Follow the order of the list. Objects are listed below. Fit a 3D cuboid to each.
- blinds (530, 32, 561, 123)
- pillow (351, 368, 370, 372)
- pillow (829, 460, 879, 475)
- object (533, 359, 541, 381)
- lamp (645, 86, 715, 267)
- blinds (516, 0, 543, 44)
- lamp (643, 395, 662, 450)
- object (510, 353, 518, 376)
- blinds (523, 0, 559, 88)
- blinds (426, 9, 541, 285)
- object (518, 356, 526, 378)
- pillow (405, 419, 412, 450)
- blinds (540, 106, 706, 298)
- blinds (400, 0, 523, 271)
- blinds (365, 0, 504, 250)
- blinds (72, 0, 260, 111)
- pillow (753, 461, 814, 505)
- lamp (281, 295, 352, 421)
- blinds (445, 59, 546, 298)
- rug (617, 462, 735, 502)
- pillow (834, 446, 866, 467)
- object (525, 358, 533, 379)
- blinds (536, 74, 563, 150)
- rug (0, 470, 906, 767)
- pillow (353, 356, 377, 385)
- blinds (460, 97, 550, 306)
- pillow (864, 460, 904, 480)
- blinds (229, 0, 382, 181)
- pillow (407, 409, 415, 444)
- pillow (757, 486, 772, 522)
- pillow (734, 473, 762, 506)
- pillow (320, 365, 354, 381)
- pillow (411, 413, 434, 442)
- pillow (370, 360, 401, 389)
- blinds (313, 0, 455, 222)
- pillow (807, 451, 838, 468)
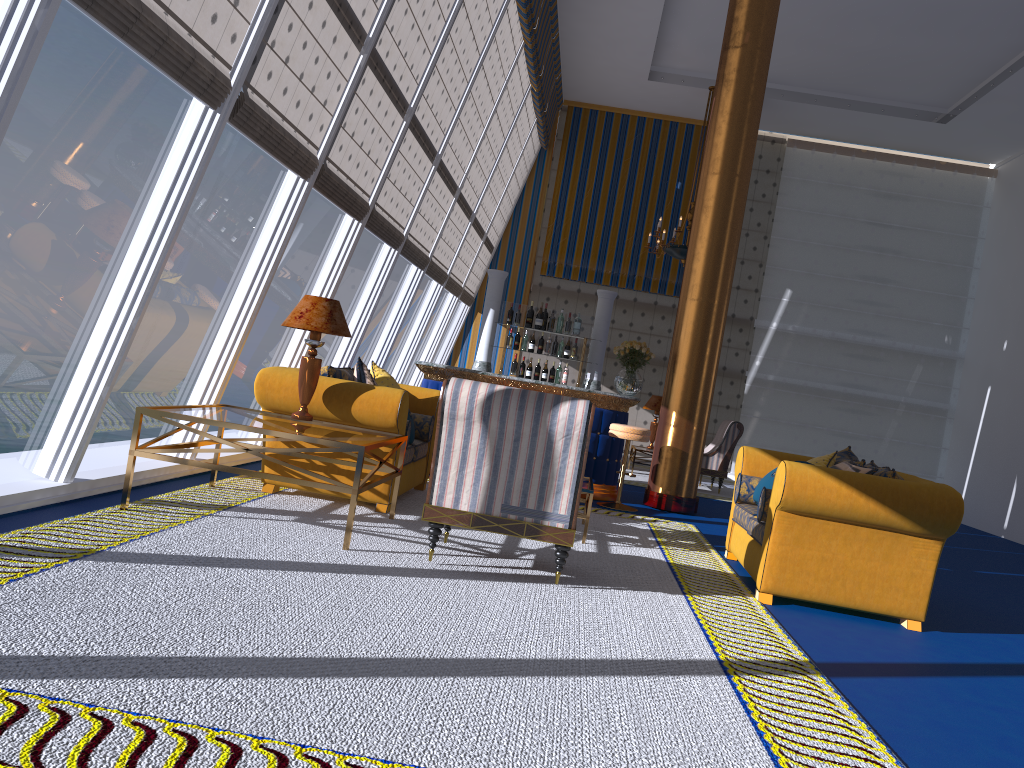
[{"bbox_3d":[0.459,-4.379,12.769,0.338,0.830,1.526,10,0,4],"label":"blinds"},{"bbox_3d":[-1.243,0.145,6.970,0.246,0.546,0.611,10,0,2],"label":"pillow"},{"bbox_3d":[1.976,0.683,5.468,0.327,0.456,0.522,10,0,4],"label":"pillow"},{"bbox_3d":[0.284,-0.160,9.775,0.066,0.244,0.065,9,1,-15],"label":"object"},{"bbox_3d":[2.492,-2.757,11.839,1.067,2.422,1.051,9,1,-19],"label":"lamp"},{"bbox_3d":[0.219,-4.410,9.690,0.338,0.830,1.526,10,0,4],"label":"blinds"},{"bbox_3d":[2.091,0.565,12.931,0.448,0.783,0.444,9,0,-11],"label":"lamp"},{"bbox_3d":[0.030,-0.216,9.748,0.071,0.242,0.071,9,1,-14],"label":"object"},{"bbox_3d":[0.339,-4.394,11.232,0.338,0.830,1.526,10,0,4],"label":"blinds"},{"bbox_3d":[-0.305,-2.954,11.408,0.873,3.394,1.367,10,1,4],"label":"blinds"},{"bbox_3d":[0.117,-0.185,9.779,0.065,0.244,0.065,10,1,8],"label":"object"},{"bbox_3d":[-0.895,0.322,6.144,0.372,0.219,0.175,10,0,3],"label":"pillow"},{"bbox_3d":[2.023,-3.086,14.949,2.657,2.990,0.152,10,1,3],"label":"blinds"},{"bbox_3d":[-0.419,-2.968,9.939,0.873,3.394,1.367,10,1,4],"label":"blinds"},{"bbox_3d":[-0.538,-2.984,8.410,0.873,3.394,1.367,10,1,4],"label":"blinds"},{"bbox_3d":[-0.888,-3.029,3.898,0.873,3.394,1.367,10,1,4],"label":"blinds"},{"bbox_3d":[1.803,0.675,5.852,0.395,0.367,0.455,9,0,-36],"label":"pillow"},{"bbox_3d":[-1.270,-0.160,5.637,0.443,0.783,0.449,10,0,19],"label":"lamp"},{"bbox_3d":[-0.185,-2.938,12.949,0.873,3.394,1.367,10,1,4],"label":"blinds"},{"bbox_3d":[1.514,1.241,12.666,6.249,0.011,3.597,10,0,3],"label":"rug"},{"bbox_3d":[2.208,0.746,6.057,0.352,0.672,0.603,10,0,12],"label":"pillow"},{"bbox_3d":[0.196,-0.171,9.776,0.069,0.244,0.068,9,1,-15],"label":"object"},{"bbox_3d":[0.578,-4.363,14.309,0.338,0.830,1.526,10,0,4],"label":"blinds"},{"bbox_3d":[-0.344,0.953,5.004,3.587,0.010,6.264,10,0,4],"label":"rug"},{"bbox_3d":[-1.032,0.126,6.417,0.280,0.619,0.691,10,0,2],"label":"pillow"},{"bbox_3d":[-0.070,-2.923,14.431,0.873,3.394,1.367,10,1,4],"label":"blinds"},{"bbox_3d":[2.163,0.773,5.467,0.338,0.610,0.616,10,0,9],"label":"pillow"},{"bbox_3d":[-0.770,-3.014,5.424,0.873,3.394,1.367,10,1,4],"label":"blinds"},{"bbox_3d":[-0.862,0.248,6.627,0.318,0.404,0.476,10,0,17],"label":"pillow"},{"bbox_3d":[1.677,0.754,5.318,0.371,0.219,0.215,10,0,8],"label":"pillow"},{"bbox_3d":[1.786,0.770,6.302,0.376,0.219,0.215,10,0,8],"label":"pillow"},{"bbox_3d":[-1.289,0.137,6.365,0.246,0.549,0.608,10,0,2],"label":"pillow"},{"bbox_3d":[-0.826,0.330,7.137,0.372,0.219,0.215,10,0,3],"label":"pillow"},{"bbox_3d":[-0.988,0.128,6.959,0.326,0.583,0.581,10,0,24],"label":"pillow"},{"bbox_3d":[-0.654,-2.999,6.914,0.873,3.394,1.367,10,1,4],"label":"blinds"},{"bbox_3d":[2.058,0.676,6.019,0.231,0.491,0.613,10,0,10],"label":"pillow"}]
